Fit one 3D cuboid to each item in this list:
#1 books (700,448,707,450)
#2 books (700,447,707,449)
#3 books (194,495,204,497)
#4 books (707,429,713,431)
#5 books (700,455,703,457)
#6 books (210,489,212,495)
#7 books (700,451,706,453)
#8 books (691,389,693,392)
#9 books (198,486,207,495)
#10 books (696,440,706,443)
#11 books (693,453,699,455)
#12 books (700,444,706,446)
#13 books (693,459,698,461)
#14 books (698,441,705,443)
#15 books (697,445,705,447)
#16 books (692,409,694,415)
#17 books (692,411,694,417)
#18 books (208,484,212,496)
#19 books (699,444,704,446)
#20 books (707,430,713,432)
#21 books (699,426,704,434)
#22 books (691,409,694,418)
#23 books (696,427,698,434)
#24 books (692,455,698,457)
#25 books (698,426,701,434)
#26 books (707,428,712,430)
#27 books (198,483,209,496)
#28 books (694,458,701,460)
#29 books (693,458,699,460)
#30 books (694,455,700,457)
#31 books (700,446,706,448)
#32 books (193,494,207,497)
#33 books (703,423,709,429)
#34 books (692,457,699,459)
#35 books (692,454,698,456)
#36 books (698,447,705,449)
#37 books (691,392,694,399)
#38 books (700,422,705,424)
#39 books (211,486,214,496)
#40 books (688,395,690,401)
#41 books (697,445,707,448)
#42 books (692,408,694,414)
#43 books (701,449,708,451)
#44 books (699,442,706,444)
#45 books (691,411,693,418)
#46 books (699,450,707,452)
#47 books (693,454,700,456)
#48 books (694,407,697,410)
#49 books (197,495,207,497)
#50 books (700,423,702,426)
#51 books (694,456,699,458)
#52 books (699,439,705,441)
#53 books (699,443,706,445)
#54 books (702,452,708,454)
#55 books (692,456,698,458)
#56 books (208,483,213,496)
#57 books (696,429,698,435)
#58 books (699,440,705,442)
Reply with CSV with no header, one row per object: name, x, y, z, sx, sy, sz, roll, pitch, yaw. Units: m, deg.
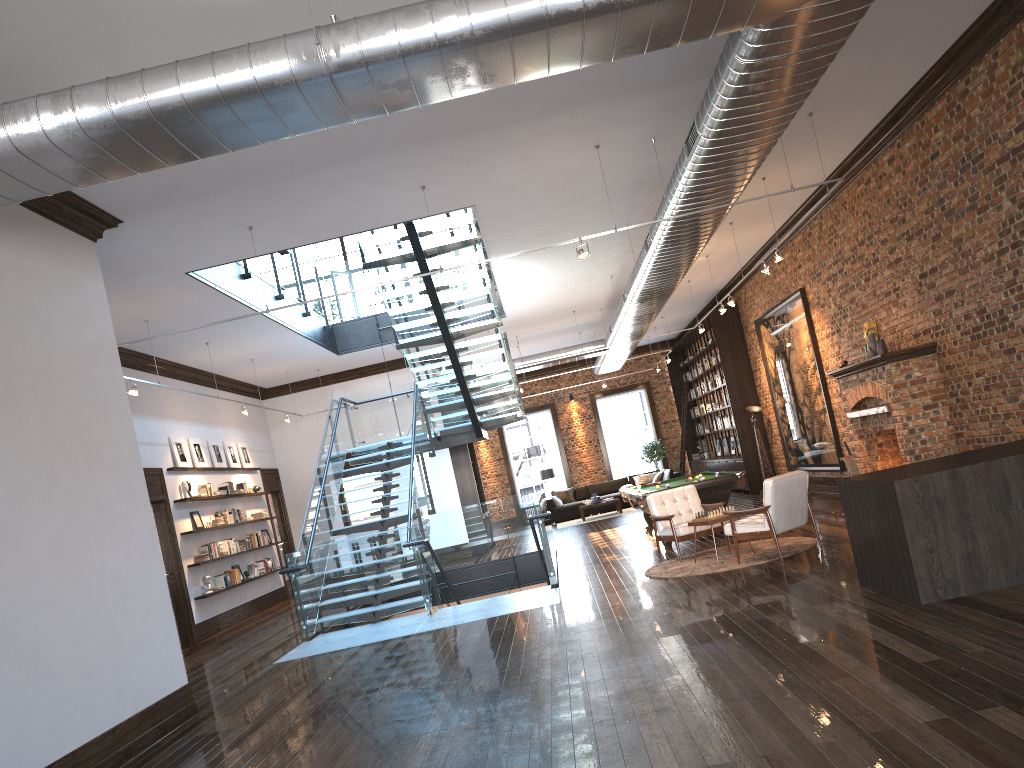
books,5.568,1.884,25.725,0.208,0.009,0.345,-13,-6,3
books,5.558,1.855,25.721,0.209,0.015,0.308,-12,-6,-1
books,-5.049,1.813,14.333,0.142,0.011,0.256,-13,-6,3
books,5.434,1.256,24.269,0.161,0.005,0.289,-13,-6,2
books,5.585,2.068,25.722,0.241,0.023,0.263,-13,-6,6
books,-5.035,1.774,14.598,0.157,0.176,0.029,-13,-1,2
books,5.574,1.960,25.724,0.211,0.019,0.342,-13,-6,6
books,5.208,0.282,25.214,0.189,0.303,0.014,-13,-1,2
books,-5.058,1.771,14.507,0.129,0.175,0.050,-13,-2,2
books,5.495,1.664,25.726,0.240,0.007,0.320,-12,-6,-3
books,5.327,2.041,25.789,0.184,0.008,0.306,-13,-6,4
books,5.554,1.765,25.722,0.172,0.010,0.326,-13,-6,5
books,5.370,2.196,25.786,0.207,0.013,0.280,-13,-6,3
books,5.514,1.674,25.725,0.207,0.021,0.248,-12,-6,-4
books,5.524,1.786,25.723,0.240,0.019,0.229,-12,-6,-3
books,5.349,0.837,25.772,0.170,0.281,0.027,-12,-1,2
books,5.357,0.868,25.824,0.179,0.227,0.016,-13,-1,2
books,-5.037,1.761,14.570,0.164,0.197,0.029,-13,-1,2
books,5.538,1.759,25.723,0.209,0.007,0.308,-13,-6,4
books,5.431,1.285,24.272,0.159,0.005,0.328,-12,-6,-2
books,5.418,1.283,25.015,0.212,0.232,0.019,-13,-1,2
books,5.342,0.850,25.839,0.188,0.272,0.013,-13,-1,2
books,5.476,1.328,25.856,0.181,0.293,0.051,-12,-1,2
books,5.337,2.087,25.788,0.186,0.013,0.273,-13,-6,4
books,5.443,1.304,25.322,0.188,0.243,0.026,-13,-1,2
books,5.441,1.260,24.620,0.161,0.007,0.290,-13,-6,2
books,-5.054,1.746,14.539,0.143,0.228,0.014,-13,-1,2
books,5.374,2.183,25.786,0.210,0.011,0.273,-12,-6,-2
books,5.366,2.173,25.786,0.201,0.012,0.245,-13,-6,5
books,5.350,2.098,25.788,0.205,0.015,0.266,-12,-6,0
books,5.560,1.821,25.721,0.190,0.009,0.358,-13,-6,4
books,-5.051,1.802,14.333,0.142,0.011,0.256,-12,-6,0
books,5.440,1.230,24.808,0.129,0.282,0.030,-12,-1,2
books,5.357,2.142,25.787,0.200,0.019,0.256,-13,-6,4
books,5.340,2.052,25.789,0.200,0.020,0.212,-13,-6,6
books,5.542,1.843,25.722,0.239,0.015,0.250,-13,-6,4
books,5.207,0.314,25.154,0.191,0.228,0.034,-13,-1,2
books,5.464,1.263,25.301,0.130,0.309,0.014,-12,-1,2
books,-5.041,1.790,14.738,0.132,0.177,0.035,-13,-1,2
books,5.232,0.350,25.868,0.176,0.295,0.017,-12,-1,2
books,5.528,1.809,25.723,0.260,0.028,0.317,-13,-6,2
books,5.327,0.816,25.605,0.187,0.296,0.016,-13,-1,2
books,5.576,1.904,25.724,0.184,0.034,0.271,-13,-6,7
books,5.532,1.703,25.724,0.184,0.030,0.265,-13,-6,7
books,5.342,0.868,25.949,0.187,0.260,0.014,-13,-1,2
books,5.561,1.935,25.725,0.250,0.020,0.318,-13,-6,2
books,5.343,2.067,25.788,0.200,0.011,0.220,-13,-6,6
books,5.338,0.801,25.489,0.179,0.298,0.015,-12,-1,2
books,-5.045,1.823,14.333,0.141,0.011,0.288,-12,-6,-1
books,5.433,1.256,25.136,0.165,0.303,0.013,-12,-1,2
books,5.337,2.131,25.788,0.159,0.011,0.251,-13,-6,6
books,5.502,1.628,25.726,0.209,0.010,0.352,-13,-6,6
books,5.538,1.737,25.723,0.204,0.020,0.318,-13,-6,3
books,5.537,1.960,25.280,0.177,0.005,0.259,-12,-6,-4
books,5.325,2.120,25.788,0.154,0.015,0.194,-13,-6,3
books,-5.029,1.755,14.619,0.164,0.216,0.012,-13,-1,2
books,5.474,1.385,25.889,0.176,0.190,0.032,-13,-1,2
books,5.530,1.646,25.725,0.180,0.012,0.308,-12,-6,0
